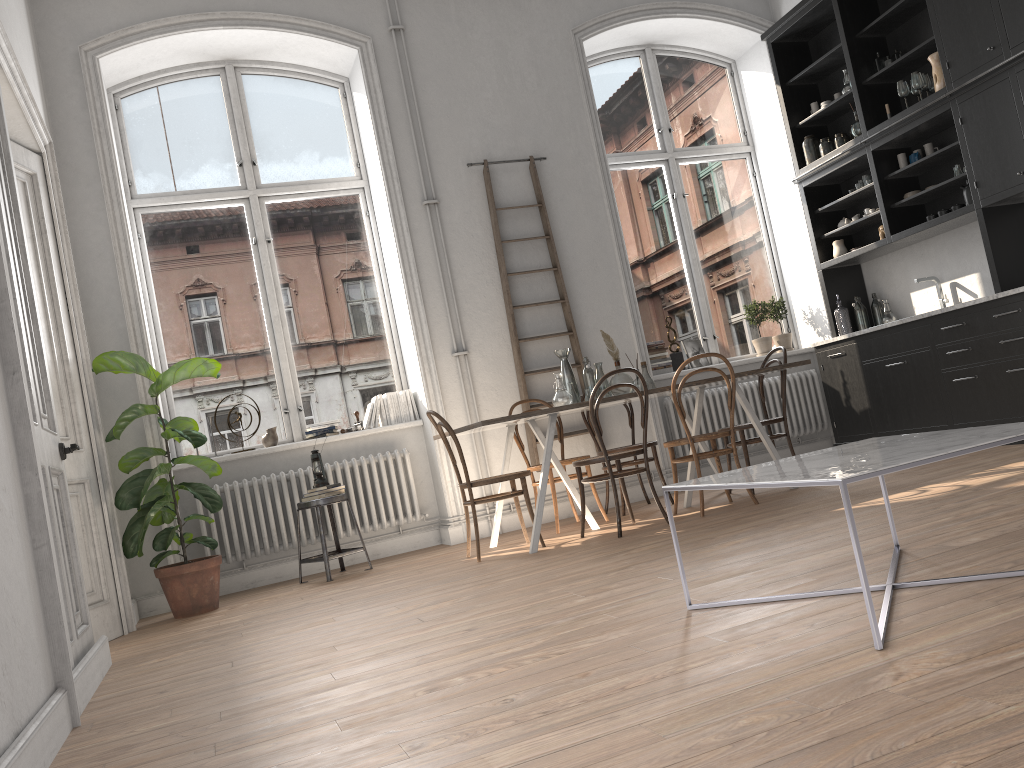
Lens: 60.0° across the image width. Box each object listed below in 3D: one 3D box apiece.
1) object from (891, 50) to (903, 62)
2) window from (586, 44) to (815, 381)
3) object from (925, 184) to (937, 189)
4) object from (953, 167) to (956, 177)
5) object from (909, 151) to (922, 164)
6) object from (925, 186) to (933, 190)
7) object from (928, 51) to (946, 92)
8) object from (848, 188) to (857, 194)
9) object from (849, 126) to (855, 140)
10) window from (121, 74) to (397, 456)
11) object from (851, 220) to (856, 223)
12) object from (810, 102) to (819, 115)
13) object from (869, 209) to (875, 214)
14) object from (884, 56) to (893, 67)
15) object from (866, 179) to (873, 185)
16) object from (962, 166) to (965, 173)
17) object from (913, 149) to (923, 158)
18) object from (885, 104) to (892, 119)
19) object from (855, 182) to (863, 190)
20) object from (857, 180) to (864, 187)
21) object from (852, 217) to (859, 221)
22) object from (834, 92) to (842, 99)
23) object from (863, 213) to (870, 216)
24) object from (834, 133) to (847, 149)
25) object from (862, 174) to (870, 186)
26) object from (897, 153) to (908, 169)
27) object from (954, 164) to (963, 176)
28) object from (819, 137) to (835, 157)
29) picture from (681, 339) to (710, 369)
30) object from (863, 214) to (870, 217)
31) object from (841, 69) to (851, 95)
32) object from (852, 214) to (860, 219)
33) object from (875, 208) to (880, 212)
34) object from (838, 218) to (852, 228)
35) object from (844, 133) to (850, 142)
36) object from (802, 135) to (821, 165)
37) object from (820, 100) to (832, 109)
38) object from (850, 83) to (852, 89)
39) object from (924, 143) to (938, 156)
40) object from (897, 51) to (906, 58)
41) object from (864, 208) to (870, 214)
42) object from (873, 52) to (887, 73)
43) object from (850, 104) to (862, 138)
[{"bbox_3d":[2.868,-2.393,6.581,0.065,0.177,0.084,-11,-4,2],"label":"object"},{"bbox_3d":[5.516,-6.465,13.166,14.378,15.927,26.424,-10,-4,-20],"label":"window"},{"bbox_3d":[3.064,-1.416,6.440,0.113,0.036,0.112,-13,-4,23],"label":"object"},{"bbox_3d":[3.077,-1.454,6.133,0.058,0.094,0.058,-13,-4,19],"label":"object"},{"bbox_3d":[2.931,-1.624,6.441,0.082,0.093,0.140,-14,-5,35],"label":"object"},{"bbox_3d":[3.065,-1.409,6.439,0.123,0.036,0.124,-9,-5,-32],"label":"object"},{"bbox_3d":[2.887,-2.100,5.994,0.094,0.267,0.116,-13,-4,22],"label":"object"},{"bbox_3d":[2.704,-1.515,7.022,0.072,0.047,0.071,-13,-4,18],"label":"object"},{"bbox_3d":[2.729,-1.955,7.001,0.092,0.184,0.092,-11,-4,-5],"label":"object"},{"bbox_3d":[-1.883,-0.989,6.720,1.621,2.841,0.013,-10,-4,-20],"label":"window"},{"bbox_3d":[2.748,-1.295,7.076,0.085,0.017,0.085,-10,-4,-24],"label":"object"},{"bbox_3d":[2.506,-2.248,7.320,0.059,0.135,0.082,-12,-4,8],"label":"object"},{"bbox_3d":[2.788,-1.324,6.865,0.049,0.054,0.039,-12,-4,6],"label":"object"},{"bbox_3d":[2.769,-2.351,6.512,0.053,0.125,0.041,-14,-4,37],"label":"object"},{"bbox_3d":[2.756,-1.540,6.808,0.072,0.047,0.071,-13,-4,18],"label":"object"},{"bbox_3d":[3.166,-1.469,6.180,0.058,0.094,0.058,-8,-5,-43],"label":"object"},{"bbox_3d":[2.989,-1.651,6.531,0.082,0.135,0.059,-12,-4,8],"label":"object"},{"bbox_3d":[2.773,-1.986,6.525,0.123,0.161,0.123,-11,-4,-11],"label":"object"},{"bbox_3d":[2.724,-1.535,6.943,0.064,0.069,0.064,-13,-4,28],"label":"object"},{"bbox_3d":[2.777,-1.560,7.020,0.061,0.107,0.060,-14,-5,38],"label":"object"},{"bbox_3d":[2.745,-1.309,7.076,0.058,0.033,0.056,-8,-5,-45],"label":"object"},{"bbox_3d":[2.654,-2.287,7.181,0.059,0.135,0.082,-12,-4,3],"label":"object"},{"bbox_3d":[2.787,-1.320,6.929,0.085,0.016,0.085,-13,-4,21],"label":"object"},{"bbox_3d":[2.616,-1.912,7.050,0.096,0.150,0.097,-9,-4,-31],"label":"object"},{"bbox_3d":[2.755,-1.565,6.880,0.060,0.107,0.060,-12,-4,8],"label":"object"},{"bbox_3d":[2.894,-1.630,6.553,0.059,0.135,0.082,-14,-5,38],"label":"object"},{"bbox_3d":[3.056,-1.455,6.063,0.058,0.094,0.058,-13,-4,19],"label":"object"},{"bbox_3d":[2.532,-1.893,7.128,0.114,0.155,0.114,-10,-4,-16],"label":"object"},{"bbox_3d":[1.563,-0.251,7.668,0.221,0.264,0.149,-9,-4,-36],"label":"picture"},{"bbox_3d":[2.789,-1.313,6.926,0.085,0.016,0.085,-12,-4,12],"label":"object"},{"bbox_3d":[2.626,-2.344,6.914,0.132,0.219,0.132,-8,-5,-45],"label":"object"},{"bbox_3d":[2.741,-1.328,7.077,0.055,0.047,0.058,-11,-4,-5],"label":"object"},{"bbox_3d":[2.839,-1.334,6.844,0.049,0.041,0.056,-15,-5,43],"label":"object"},{"bbox_3d":[2.718,-1.307,7.234,0.140,0.100,0.125,-8,-5,-38],"label":"object"},{"bbox_3d":[2.693,-1.931,7.175,0.092,0.184,0.092,-14,-4,35],"label":"object"},{"bbox_3d":[2.459,-1.911,7.257,0.118,0.238,0.118,-9,-4,-34],"label":"object"},{"bbox_3d":[2.567,-2.247,7.226,0.096,0.095,0.096,-12,-4,14],"label":"object"},{"bbox_3d":[2.625,-2.415,6.786,0.123,0.340,0.118,-11,-4,-1],"label":"object"},{"bbox_3d":[3.028,-1.669,6.398,0.059,0.135,0.082,-9,-4,-37],"label":"object"},{"bbox_3d":[2.850,-2.369,6.474,0.044,0.121,0.058,-12,-4,7],"label":"object"},{"bbox_3d":[2.782,-1.343,6.935,0.039,0.055,0.049,-11,-4,1],"label":"object"},{"bbox_3d":[2.744,-2.378,6.602,0.084,0.199,0.065,-11,-3,2],"label":"object"},{"bbox_3d":[2.620,-2.041,6.733,0.134,0.357,0.134,-13,-4,25],"label":"object"}]
